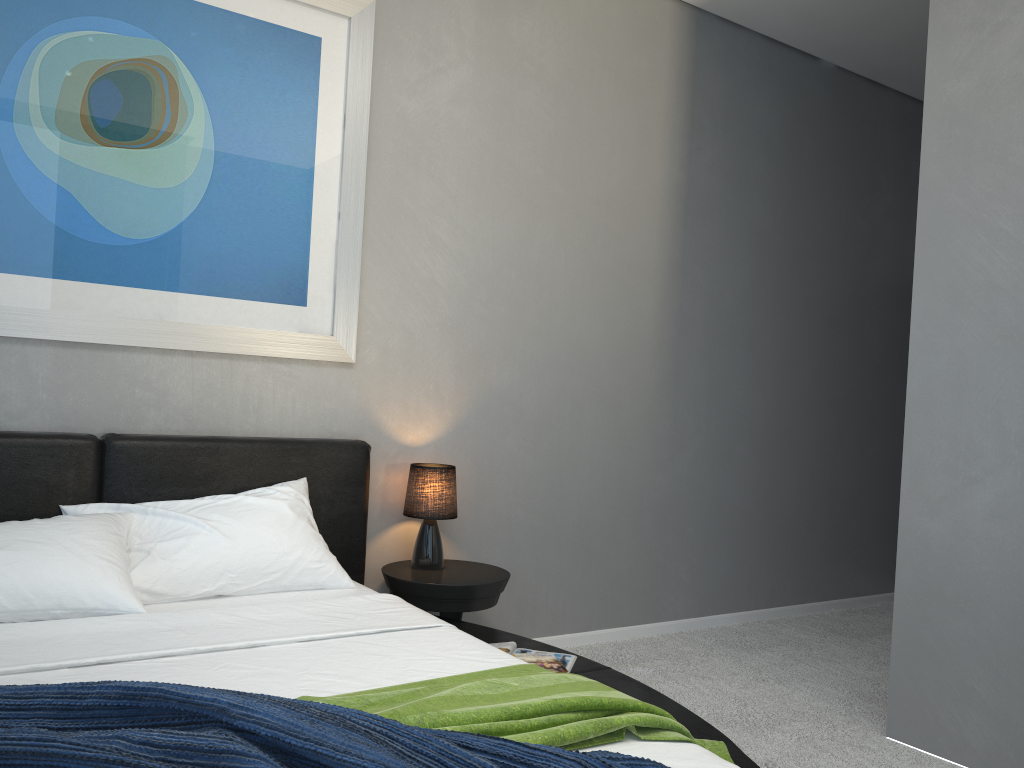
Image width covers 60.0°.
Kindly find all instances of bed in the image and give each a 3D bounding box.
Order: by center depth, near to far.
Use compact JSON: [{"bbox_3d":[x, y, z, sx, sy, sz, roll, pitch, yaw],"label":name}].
[{"bbox_3d":[-0.685,0.646,1.880,2.757,0.934,2.615,4,-1,-34],"label":"bed"}]

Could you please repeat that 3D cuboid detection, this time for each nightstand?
[{"bbox_3d":[-0.266,0.941,3.420,0.497,0.440,0.496,3,0,-5],"label":"nightstand"}]

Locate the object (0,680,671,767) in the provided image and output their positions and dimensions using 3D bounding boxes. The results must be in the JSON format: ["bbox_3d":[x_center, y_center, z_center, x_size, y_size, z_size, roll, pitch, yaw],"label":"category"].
[{"bbox_3d":[-0.509,0.779,1.314,2.153,0.568,0.685,3,0,8],"label":"object"}]

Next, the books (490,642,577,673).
[{"bbox_3d":[-0.008,0.864,2.808,0.395,0.039,0.301,3,-1,12],"label":"books"}]

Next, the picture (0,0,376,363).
[{"bbox_3d":[-1.315,-0.832,2.921,1.801,1.400,0.025,4,0,-34],"label":"picture"}]

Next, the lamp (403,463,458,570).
[{"bbox_3d":[-0.321,0.518,3.480,0.219,0.400,0.209,3,0,37],"label":"lamp"}]

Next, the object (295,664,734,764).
[{"bbox_3d":[-0.427,0.728,1.484,2.303,0.342,0.646,4,-1,-35],"label":"object"}]

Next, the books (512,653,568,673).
[{"bbox_3d":[0.087,0.875,2.772,0.133,0.012,0.189,4,-1,-12],"label":"books"}]
